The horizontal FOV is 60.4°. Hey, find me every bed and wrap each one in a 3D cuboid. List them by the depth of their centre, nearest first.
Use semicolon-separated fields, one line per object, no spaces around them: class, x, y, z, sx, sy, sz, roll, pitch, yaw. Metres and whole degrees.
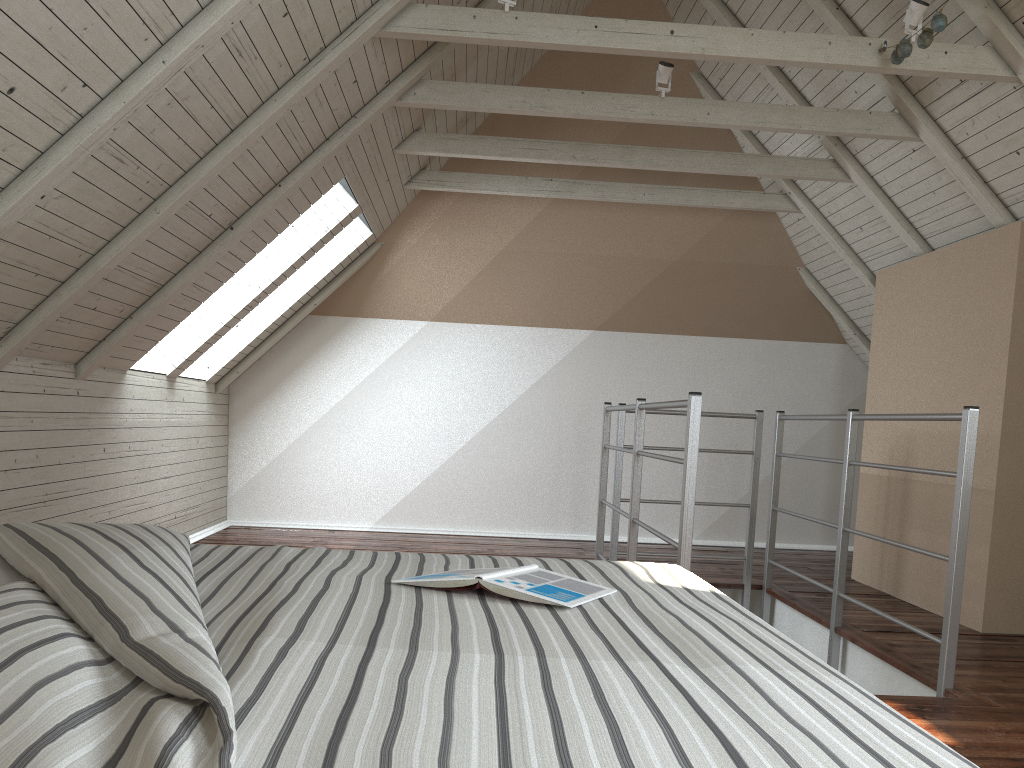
bed;-0.518;0.386;1.041;1.878;0.710;1.863;3;-1;-3

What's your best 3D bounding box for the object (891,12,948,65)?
object;1.149;-0.976;2.496;0.059;0.067;0.282;3;-2;-4

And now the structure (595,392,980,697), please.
structure;0.852;0.576;3.341;0.837;1.002;1.631;3;0;-3
